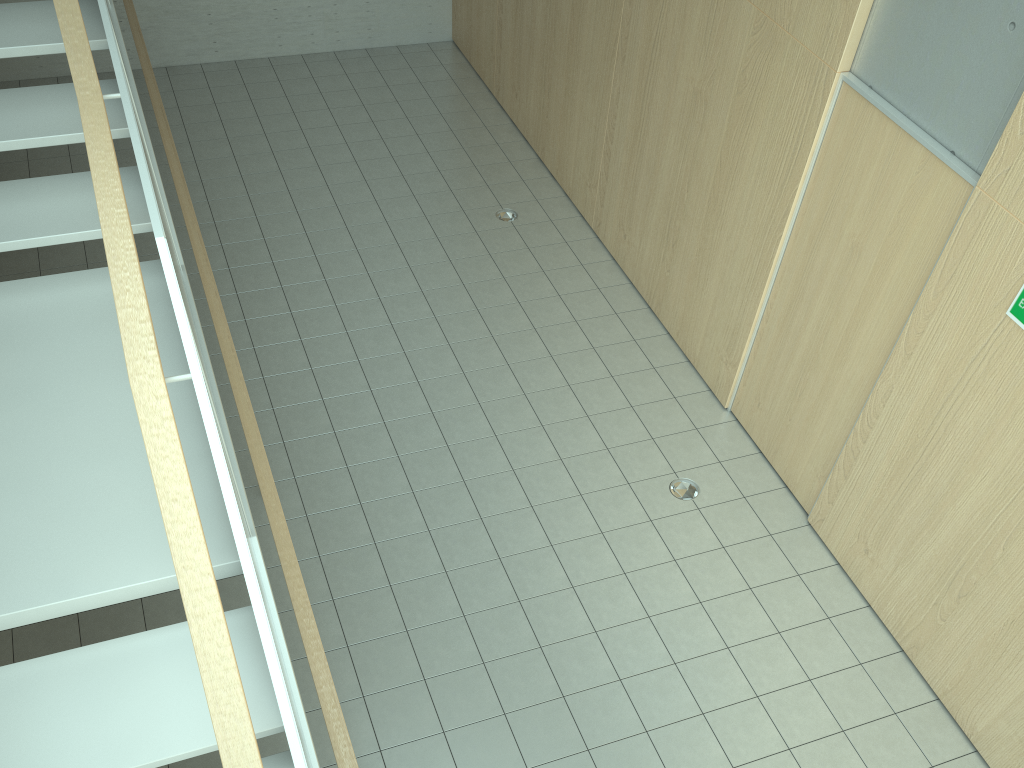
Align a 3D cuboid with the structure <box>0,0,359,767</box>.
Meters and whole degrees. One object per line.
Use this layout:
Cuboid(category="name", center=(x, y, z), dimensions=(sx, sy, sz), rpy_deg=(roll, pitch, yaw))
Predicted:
Cuboid(category="structure", center=(-2.052, -0.395, 3.085), dimensions=(1.847, 4.936, 11.061), rpy_deg=(-15, 52, -18))
